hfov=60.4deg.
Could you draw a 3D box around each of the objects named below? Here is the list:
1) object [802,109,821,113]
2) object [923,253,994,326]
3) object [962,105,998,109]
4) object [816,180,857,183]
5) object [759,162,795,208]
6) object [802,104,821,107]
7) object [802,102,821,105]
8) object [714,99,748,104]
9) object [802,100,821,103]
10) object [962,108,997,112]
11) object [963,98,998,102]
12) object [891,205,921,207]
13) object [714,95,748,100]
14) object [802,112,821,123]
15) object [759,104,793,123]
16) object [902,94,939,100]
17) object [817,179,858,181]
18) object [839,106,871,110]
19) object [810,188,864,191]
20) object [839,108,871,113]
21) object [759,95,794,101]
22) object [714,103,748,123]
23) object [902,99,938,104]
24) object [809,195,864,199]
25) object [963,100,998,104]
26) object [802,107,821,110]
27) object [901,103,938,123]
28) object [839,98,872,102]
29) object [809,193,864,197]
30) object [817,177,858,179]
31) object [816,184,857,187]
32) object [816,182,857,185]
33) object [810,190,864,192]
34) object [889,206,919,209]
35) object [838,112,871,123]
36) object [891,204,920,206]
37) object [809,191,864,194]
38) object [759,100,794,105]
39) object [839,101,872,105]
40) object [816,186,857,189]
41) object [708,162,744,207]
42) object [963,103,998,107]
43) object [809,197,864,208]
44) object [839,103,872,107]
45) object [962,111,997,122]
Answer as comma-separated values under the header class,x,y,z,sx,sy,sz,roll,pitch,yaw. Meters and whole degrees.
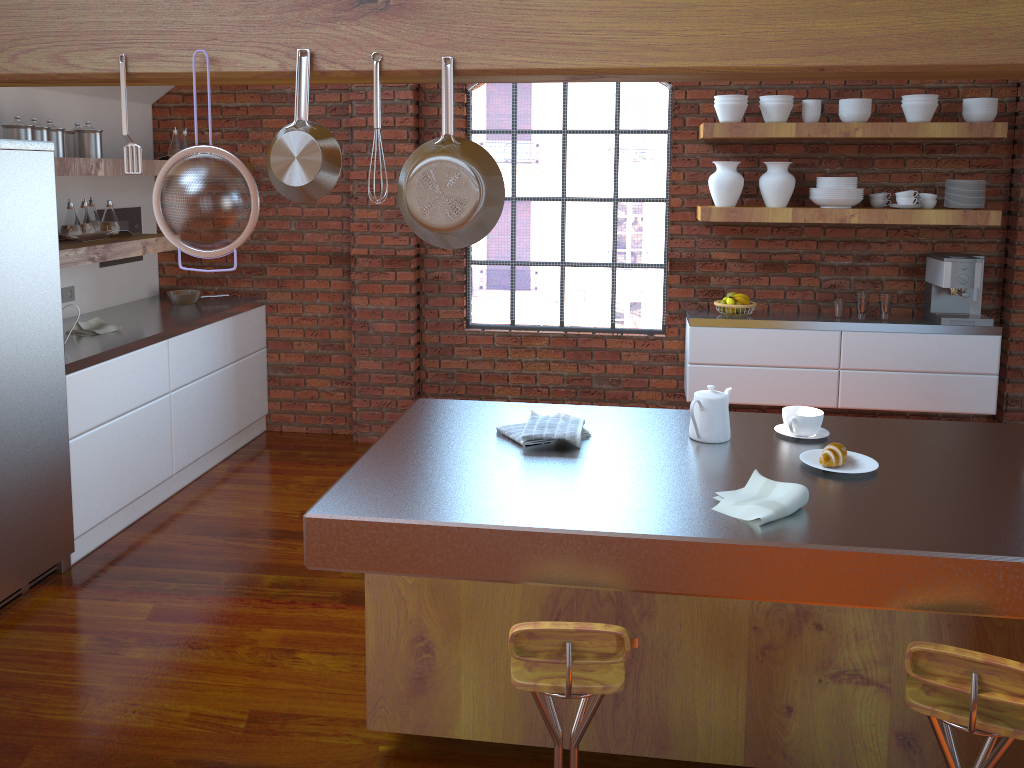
class,x,y,z,sx,sy,sz,roll,pitch,yaw
object,1.634,-1.466,4.806,0.099,0.060,0.100,-10,16,-42
object,2.442,-0.522,4.787,0.271,0.364,0.386,2,10,8
object,2.476,-1.438,4.659,0.167,0.060,0.167,-11,17,-41
object,1.775,-1.084,4.809,0.213,0.054,0.218,0,13,-1
object,1.465,-1.101,4.864,0.192,0.245,0.195,-3,10,-20
object,1.634,-1.492,4.803,0.099,0.060,0.100,-10,16,-42
object,1.634,-1.504,4.802,0.099,0.060,0.100,-10,16,-42
object,1.188,-1.488,4.781,0.183,0.102,0.182,12,16,43
object,1.634,-1.517,4.800,0.099,0.060,0.100,-10,16,-42
object,2.475,-1.425,4.660,0.167,0.060,0.167,-11,17,-41
object,2.476,-1.476,4.654,0.167,0.060,0.167,-11,17,-41
object,2.116,-0.957,4.740,0.154,0.012,0.156,-8,16,-30
object,1.188,-1.511,4.779,0.183,0.102,0.182,12,16,43
object,1.634,-1.449,4.808,0.099,0.060,0.100,-10,16,-42
object,1.435,-1.466,4.786,0.183,0.102,0.182,12,16,43
object,2.167,-1.480,4.679,0.180,0.102,0.184,-4,13,-22
object,1.775,-1.092,4.808,0.213,0.054,0.218,0,13,-1
object,1.853,-1.467,4.758,0.165,0.060,0.169,1,13,2
object,1.774,-1.043,4.814,0.281,0.054,0.287,-2,13,-9
object,1.853,-1.454,4.759,0.165,0.060,0.169,1,13,2
object,1.436,-1.509,4.780,0.183,0.102,0.182,12,16,43
object,1.188,-1.467,4.784,0.183,0.102,0.182,12,16,43
object,2.167,-1.458,4.682,0.180,0.102,0.184,-4,13,-22
object,1.774,-1.003,4.819,0.281,0.054,0.287,-2,13,-9
object,2.476,-1.463,4.656,0.167,0.060,0.167,-11,17,-41
object,1.634,-1.479,4.805,0.099,0.060,0.100,-10,16,-42
object,2.167,-1.437,4.684,0.180,0.102,0.184,-4,13,-22
object,1.854,-1.505,4.753,0.165,0.060,0.169,1,13,2
object,1.774,-1.014,4.818,0.281,0.054,0.287,-2,13,-9
object,1.775,-1.103,4.807,0.213,0.054,0.218,0,13,-1
object,1.774,-1.062,4.812,0.213,0.054,0.218,0,13,-1
object,1.774,-1.073,4.811,0.213,0.054,0.218,0,13,-1
object,1.774,-1.033,4.815,0.281,0.054,0.287,-2,13,-9
object,2.116,-0.949,4.741,0.154,0.012,0.156,-8,16,-30
object,1.853,-1.437,4.761,0.165,0.060,0.169,1,13,2
object,2.116,-0.962,4.740,0.154,0.012,0.156,-8,16,-30
object,1.774,-1.024,4.816,0.281,0.054,0.287,-2,13,-9
object,1.436,-1.487,4.783,0.183,0.102,0.182,12,16,43
object,1.854,-1.491,4.755,0.165,0.060,0.169,1,13,2
object,1.774,-1.052,4.813,0.213,0.054,0.218,0,13,-1
object,1.193,-1.112,4.902,0.194,0.245,0.194,-8,13,-42
object,2.476,-1.451,4.657,0.167,0.060,0.167,-11,17,-41
object,1.774,-0.993,4.820,0.281,0.054,0.287,-2,13,-9
object,1.854,-1.480,4.756,0.165,0.060,0.169,1,13,2
object,2.475,-1.409,4.662,0.167,0.060,0.167,-11,17,-41
